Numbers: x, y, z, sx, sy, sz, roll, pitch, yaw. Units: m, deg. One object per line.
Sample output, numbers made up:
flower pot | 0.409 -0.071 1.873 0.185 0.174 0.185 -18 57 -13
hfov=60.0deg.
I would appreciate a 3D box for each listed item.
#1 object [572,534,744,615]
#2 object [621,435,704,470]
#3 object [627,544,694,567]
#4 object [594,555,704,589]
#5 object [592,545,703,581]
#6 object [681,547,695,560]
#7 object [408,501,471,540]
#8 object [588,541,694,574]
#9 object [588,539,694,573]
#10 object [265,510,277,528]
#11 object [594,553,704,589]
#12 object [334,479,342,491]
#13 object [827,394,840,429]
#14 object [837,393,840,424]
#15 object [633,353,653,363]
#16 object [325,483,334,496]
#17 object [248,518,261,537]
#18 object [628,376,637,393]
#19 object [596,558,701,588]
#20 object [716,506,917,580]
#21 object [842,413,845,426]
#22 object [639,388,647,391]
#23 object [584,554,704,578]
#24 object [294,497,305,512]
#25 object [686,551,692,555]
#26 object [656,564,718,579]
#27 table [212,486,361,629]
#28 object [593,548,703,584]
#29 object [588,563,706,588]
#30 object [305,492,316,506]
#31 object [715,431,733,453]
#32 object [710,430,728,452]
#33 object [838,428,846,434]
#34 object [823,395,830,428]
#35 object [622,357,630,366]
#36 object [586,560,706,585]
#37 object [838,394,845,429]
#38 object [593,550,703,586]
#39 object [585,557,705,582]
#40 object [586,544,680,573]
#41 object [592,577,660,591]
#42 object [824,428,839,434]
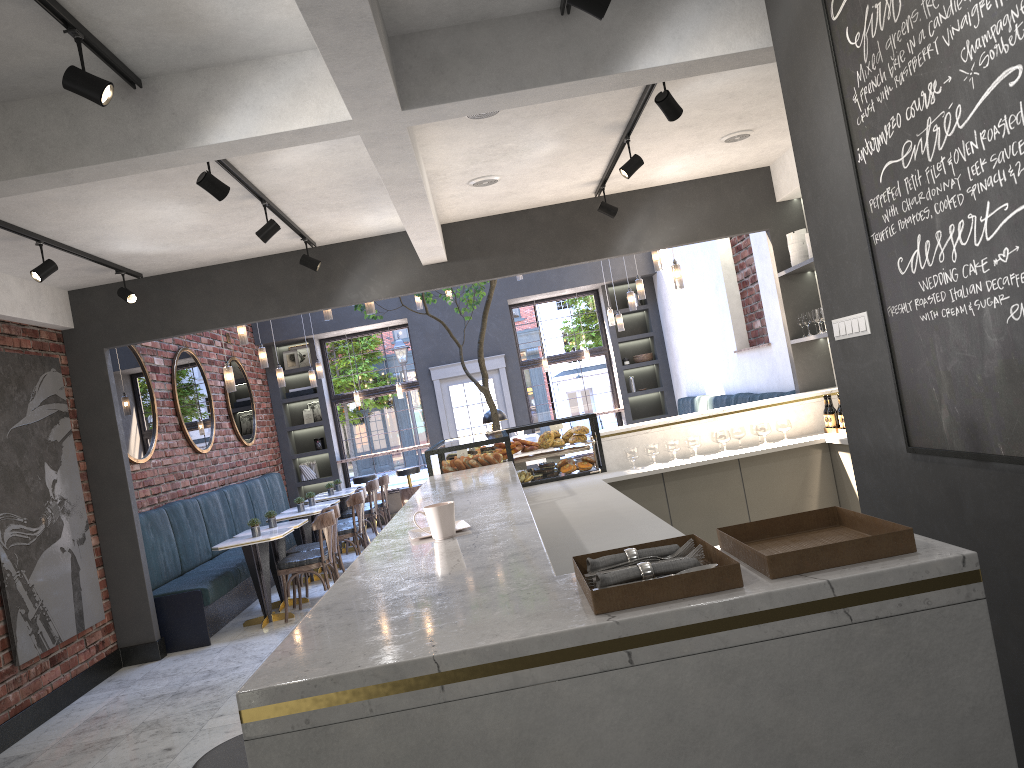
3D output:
object | 0.231 0.314 1.491 0.231 0.038 0.307 -10 -1 -2
object | 1.109 0.504 6.560 0.575 0.147 0.256 -10 -1 -1
object | 0.229 0.313 1.571 0.192 0.024 0.025 -10 -1 -1
object | 0.233 0.319 1.504 0.192 0.024 0.025 -10 -1 -1
object | 0.230 0.303 1.504 0.192 0.024 0.025 -10 -1 -1
object | 0.230 0.317 1.571 0.192 0.024 0.025 -10 -1 -1
object | -0.217 0.392 2.590 0.175 0.097 0.301 -10 -1 -10
object | 0.229 0.309 1.571 0.192 0.024 0.025 -10 -1 -1
object | 0.228 0.305 1.571 0.192 0.024 0.025 -10 -1 -1
object | -2.249 1.261 8.294 0.118 0.165 0.123 -10 -1 -24
object | 0.232 0.315 1.504 0.192 0.024 0.025 -10 -1 -1
object | -2.332 1.355 11.894 0.118 0.165 0.123 -10 -1 -24
object | 2.348 0.216 6.498 0.069 0.279 0.069 -10 -1 -25
object | 2.421 0.202 6.501 0.069 0.279 0.069 -10 -1 -40
object | 2.022 -0.396 13.654 0.305 0.123 0.304 -11 -1 19
object | -2.318 1.340 11.312 0.118 0.165 0.123 -10 -1 -24
object | -2.236 1.246 7.713 0.118 0.165 0.123 -10 -1 -24
object | 1.841 0.007 13.574 0.098 0.248 0.098 -11 -1 38
object | 0.223 0.313 1.461 0.175 0.039 0.056 -10 -1 -1
object | 0.502 0.264 1.510 0.231 0.038 0.307 -10 -1 -2
object | 2.354 0.208 6.222 0.069 0.279 0.069 -10 -1 -25
object | 1.995 0.091 13.549 0.130 0.026 0.130 -10 -1 -18
object | 0.230 0.315 1.540 0.211 0.004 0.022 -10 -1 -1
object | -2.278 1.293 9.534 0.118 0.165 0.123 -10 -1 -24
object | 0.231 0.321 1.571 0.192 0.024 0.025 -10 -1 -1
object | 0.225 0.306 1.386 0.197 0.015 0.043 -10 -1 2
table | -0.261 1.395 9.868 4.599 0.751 4.831 -10 -1 -2
object | 0.230 0.307 1.504 0.192 0.024 0.025 -10 -1 -1
object | 0.233 0.331 1.540 0.211 0.004 0.022 -10 -1 -1
object | -2.291 1.308 10.115 0.118 0.165 0.123 -10 -1 -24
object | 1.547 0.422 6.477 0.114 0.147 0.114 -10 -1 3
object | 1.544 0.426 6.608 0.114 0.147 0.114 -10 -1 3
object | 2.485 0.308 6.223 0.307 0.038 0.231 -10 -1 -2
object | 2.345 0.218 6.573 0.069 0.279 0.069 -10 -1 -40
object | 1.751 -0.345 13.623 0.116 0.119 0.117 -10 -1 -25
object | 0.232 0.326 1.540 0.211 0.004 0.022 -10 -1 -1
object | 2.352 0.210 6.297 0.069 0.279 0.069 -10 -1 -40
object | 0.231 0.311 1.504 0.192 0.024 0.025 -10 -1 -1
object | 0.231 0.320 1.540 0.211 0.004 0.022 -10 -1 -1
object | 0.220 0.317 1.605 0.175 0.039 0.056 -10 -1 -1
object | 0.233 0.311 1.414 0.211 0.004 0.022 -10 -1 -1
object | 2.479 0.315 6.499 0.307 0.038 0.231 -10 -1 -2
